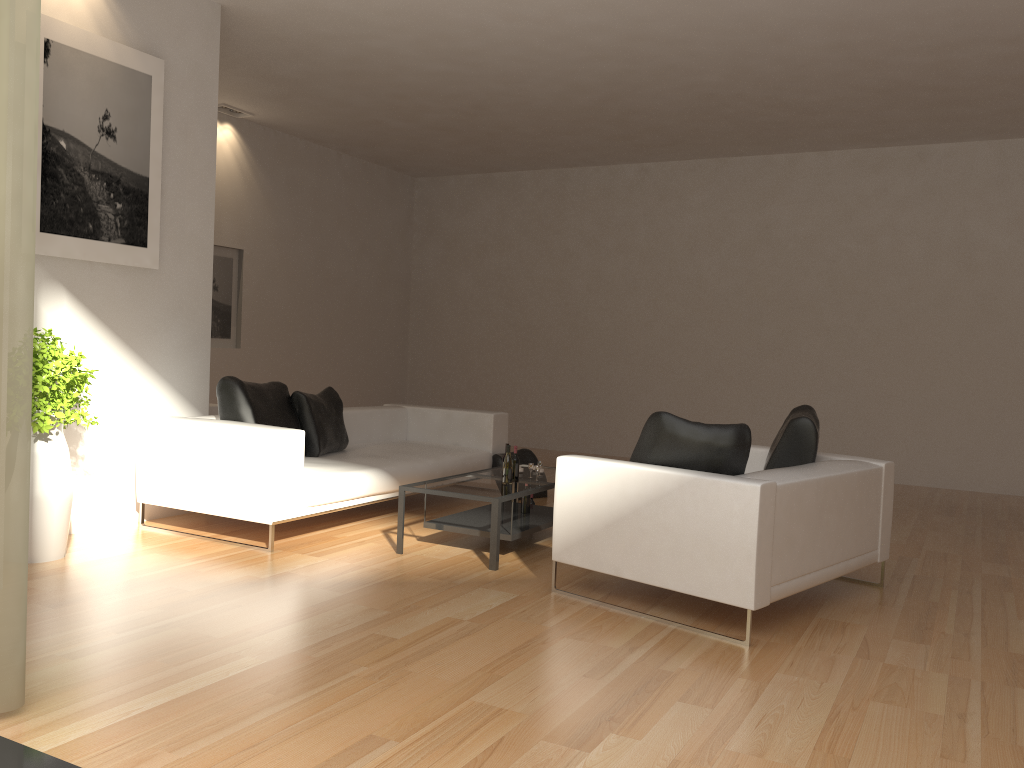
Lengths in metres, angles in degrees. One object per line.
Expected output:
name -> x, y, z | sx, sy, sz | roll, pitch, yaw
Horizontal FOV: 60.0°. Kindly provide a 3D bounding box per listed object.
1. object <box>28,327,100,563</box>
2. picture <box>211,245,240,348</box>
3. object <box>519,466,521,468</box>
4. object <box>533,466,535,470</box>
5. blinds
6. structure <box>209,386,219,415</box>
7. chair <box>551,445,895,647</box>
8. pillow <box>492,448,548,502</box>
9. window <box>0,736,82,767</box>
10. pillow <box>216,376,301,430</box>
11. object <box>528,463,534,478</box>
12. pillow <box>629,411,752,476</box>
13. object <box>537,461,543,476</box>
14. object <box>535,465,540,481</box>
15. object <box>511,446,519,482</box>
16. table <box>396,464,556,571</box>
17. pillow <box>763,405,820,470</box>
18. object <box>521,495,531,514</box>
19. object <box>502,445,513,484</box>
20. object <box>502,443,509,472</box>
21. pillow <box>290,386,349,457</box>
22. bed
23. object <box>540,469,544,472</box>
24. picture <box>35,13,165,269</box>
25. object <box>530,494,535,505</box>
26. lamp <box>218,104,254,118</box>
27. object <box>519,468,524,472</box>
object -> -2.702, 0.336, 5.068 | 0.631, 1.324, 0.570 | 4, 3, 42
picture -> -3.278, -0.954, 9.710 | 0.005, 1.155, 0.802 | 4, 2, 28
object -> 0.043, 0.614, 6.488 | 0.052, 0.021, 0.052 | 3, 2, 5
object -> 0.180, 0.619, 6.524 | 0.052, 0.021, 0.052 | 3, 2, 5
blinds -> -2.222, -0.879, 3.163 | 1.409, 3.861, 0.143 | 3, 2, 25
structure -> -3.873, 0.184, 6.614 | 1.839, 1.403, 4.625 | 4, 2, 28
chair -> 1.201, 0.784, 5.017 | 1.262, 0.761, 1.671 | 4, 3, 43
pillow -> 0.046, 0.818, 7.902 | 0.503, 0.457, 0.340 | 0, 3, -44
window -> -0.552, -0.438, 2.041 | 5.198, 3.189, 0.152 | 4, 2, 28
pillow -> -1.775, 0.273, 6.304 | 0.346, 0.666, 0.755 | 3, 2, 14
object -> 0.131, 0.598, 6.129 | 0.039, 0.101, 0.039 | 2, 2, -14
pillow -> 0.888, 0.442, 4.572 | 0.660, 0.598, 0.291 | 3, 2, 17
object -> 0.198, 0.596, 6.268 | 0.039, 0.101, 0.039 | 2, 2, -14
object -> 0.171, 0.604, 6.018 | 0.039, 0.101, 0.039 | 2, 2, -20
object -> 0.020, 0.534, 5.919 | 0.059, 0.244, 0.059 | 4, 2, 28
table -> -0.035, 0.875, 6.059 | 0.709, 0.460, 1.566 | 4, 2, 28
pillow -> 1.643, 0.456, 5.256 | 0.324, 0.666, 0.506 | 3, 2, 18
object -> 0.098, 0.800, 6.214 | 0.065, 0.217, 0.065 | 3, 2, 10
object -> -0.027, 0.529, 5.816 | 0.068, 0.257, 0.067 | 0, 3, -44
object -> -0.037, 0.528, 6.009 | 0.057, 0.248, 0.057 | 0, 3, -44
pillow -> -1.491, 0.289, 6.889 | 0.270, 0.524, 0.628 | 3, 2, 11
bed -> -1.257, 0.608, 7.013 | 1.262, 0.761, 3.075 | 4, 2, 28
object -> 0.204, 0.624, 6.402 | 0.052, 0.021, 0.052 | 1, 3, -40
picture -> -2.647, -1.502, 5.683 | 0.004, 1.431, 0.979 | 4, 2, 28
object -> 0.147, 0.939, 6.770 | 0.059, 0.244, 0.059 | 3, 2, 4
lamp -> -3.021, -3.009, 9.535 | 0.243, 0.166, 0.446 | 4, 2, 28
object -> 0.057, 0.618, 6.394 | 0.052, 0.021, 0.052 | 3, 2, 5
